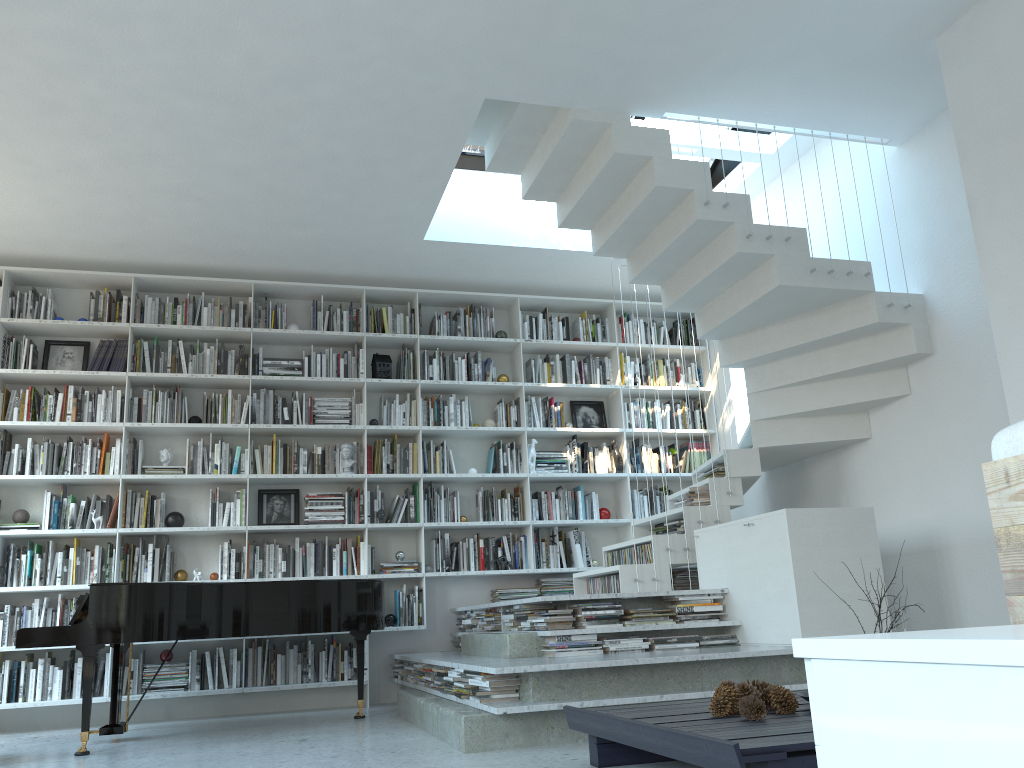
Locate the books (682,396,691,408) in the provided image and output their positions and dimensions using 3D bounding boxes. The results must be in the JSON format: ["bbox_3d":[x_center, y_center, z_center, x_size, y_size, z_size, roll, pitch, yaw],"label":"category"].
[{"bbox_3d":[1.524,0.281,7.681,0.013,0.329,0.140,1,-15,-16],"label":"books"}]

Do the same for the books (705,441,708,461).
[{"bbox_3d":[1.626,0.650,7.589,0.018,0.292,0.170,1,-15,-16],"label":"books"}]

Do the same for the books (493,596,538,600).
[{"bbox_3d":[0.025,1.654,6.847,0.308,0.008,0.195,3,-16,-21],"label":"books"}]

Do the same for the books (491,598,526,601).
[{"bbox_3d":[0.023,1.663,6.853,0.346,0.007,0.194,2,-16,-18],"label":"books"}]

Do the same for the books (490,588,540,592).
[{"bbox_3d":[0.022,1.598,6.870,0.346,0.007,0.194,2,-16,-18],"label":"books"}]

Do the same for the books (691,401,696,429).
[{"bbox_3d":[1.540,0.302,7.671,0.013,0.282,0.149,1,-15,-16],"label":"books"}]

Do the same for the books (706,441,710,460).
[{"bbox_3d":[1.647,0.648,7.584,0.018,0.292,0.170,1,-15,-16],"label":"books"}]

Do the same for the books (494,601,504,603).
[{"bbox_3d":[0.024,1.676,6.844,0.308,0.008,0.195,0,-15,-12],"label":"books"}]

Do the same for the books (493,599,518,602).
[{"bbox_3d":[0.022,1.670,6.850,0.308,0.008,0.195,1,-16,-14],"label":"books"}]

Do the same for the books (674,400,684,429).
[{"bbox_3d":[1.430,0.297,7.630,0.012,0.282,0.152,1,-15,-16],"label":"books"}]

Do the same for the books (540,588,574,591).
[{"bbox_3d":[0.341,1.616,6.964,0.285,0.007,0.160,1,-16,-16],"label":"books"}]

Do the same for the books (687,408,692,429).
[{"bbox_3d":[1.491,0.331,7.631,0.025,0.211,0.189,1,-15,-16],"label":"books"}]

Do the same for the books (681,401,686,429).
[{"bbox_3d":[1.443,0.299,7.630,0.013,0.276,0.188,1,-15,-16],"label":"books"}]

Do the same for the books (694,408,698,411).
[{"bbox_3d":[1.581,0.333,7.695,0.024,0.229,0.131,1,-15,-16],"label":"books"}]

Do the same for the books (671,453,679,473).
[{"bbox_3d":[1.351,0.693,7.477,0.024,0.180,0.191,1,-15,-16],"label":"books"}]

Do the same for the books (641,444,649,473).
[{"bbox_3d":[1.096,0.652,7.438,0.022,0.264,0.157,1,-15,-16],"label":"books"}]

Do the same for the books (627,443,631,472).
[{"bbox_3d":[0.954,0.646,7.416,0.010,0.278,0.148,1,-15,-16],"label":"books"}]

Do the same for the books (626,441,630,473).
[{"bbox_3d":[0.938,0.637,7.403,0.010,0.292,0.164,1,-15,-16],"label":"books"}]

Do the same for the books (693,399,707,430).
[{"bbox_3d":[1.615,0.296,7.682,0.042,0.291,0.187,1,-15,-16],"label":"books"}]

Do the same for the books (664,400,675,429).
[{"bbox_3d":[1.356,0.296,7.629,0.024,0.291,0.132,1,-15,-16],"label":"books"}]

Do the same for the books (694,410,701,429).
[{"bbox_3d":[1.566,0.340,7.651,0.029,0.194,0.192,1,-15,-16],"label":"books"}]

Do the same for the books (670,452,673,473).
[{"bbox_3d":[1.321,0.691,7.512,0.014,0.206,0.138,1,-15,-16],"label":"books"}]

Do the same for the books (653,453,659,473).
[{"bbox_3d":[1.177,0.687,7.439,0.023,0.188,0.170,1,-15,-16],"label":"books"}]

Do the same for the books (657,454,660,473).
[{"bbox_3d":[1.196,0.696,7.465,0.030,0.183,0.137,1,-15,-16],"label":"books"}]

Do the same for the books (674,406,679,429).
[{"bbox_3d":[1.382,0.323,7.630,0.028,0.236,0.146,1,-15,-16],"label":"books"}]

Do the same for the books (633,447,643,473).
[{"bbox_3d":[1.042,0.659,7.409,0.022,0.242,0.171,1,-15,-16],"label":"books"}]

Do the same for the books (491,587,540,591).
[{"bbox_3d":[0.022,1.591,6.872,0.345,0.007,0.194,1,-16,-14],"label":"books"}]

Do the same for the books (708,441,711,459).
[{"bbox_3d":[1.661,0.651,7.599,0.018,0.292,0.170,1,-15,-16],"label":"books"}]

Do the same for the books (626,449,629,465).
[{"bbox_3d":[0.925,0.640,7.383,0.025,0.276,0.161,1,-15,-16],"label":"books"}]

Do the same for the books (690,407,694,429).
[{"bbox_3d":[1.513,0.330,7.648,0.025,0.219,0.178,1,-15,-16],"label":"books"}]

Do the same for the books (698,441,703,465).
[{"bbox_3d":[1.575,0.648,7.570,0.018,0.292,0.170,1,-15,-16],"label":"books"}]

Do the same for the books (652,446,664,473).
[{"bbox_3d":[1.224,0.662,7.465,0.022,0.246,0.181,1,-15,-16],"label":"books"}]

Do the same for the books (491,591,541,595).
[{"bbox_3d":[0.026,1.618,6.857,0.346,0.007,0.194,3,-16,-21],"label":"books"}]

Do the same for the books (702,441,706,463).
[{"bbox_3d":[1.610,0.649,7.579,0.018,0.292,0.170,1,-15,-16],"label":"books"}]

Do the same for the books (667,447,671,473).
[{"bbox_3d":[1.302,0.669,7.510,0.025,0.248,0.134,1,-15,-16],"label":"books"}]

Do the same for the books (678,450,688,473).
[{"bbox_3d":[1.426,0.685,7.519,0.088,0.216,0.167,1,-15,-16],"label":"books"}]

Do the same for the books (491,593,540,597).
[{"bbox_3d":[0.025,1.633,6.858,0.346,0.007,0.194,2,-16,-19],"label":"books"}]

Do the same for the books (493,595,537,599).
[{"bbox_3d":[0.021,1.650,6.861,0.308,0.008,0.195,1,-16,-16],"label":"books"}]

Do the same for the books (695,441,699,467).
[{"bbox_3d":[1.539,0.648,7.564,0.018,0.292,0.170,1,-15,-16],"label":"books"}]

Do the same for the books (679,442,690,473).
[{"bbox_3d":[1.462,0.649,7.541,0.072,0.290,0.170,1,-15,-16],"label":"books"}]

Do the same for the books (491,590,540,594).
[{"bbox_3d":[0.023,1.613,6.866,0.345,0.007,0.194,1,-16,-14],"label":"books"}]

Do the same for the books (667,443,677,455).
[{"bbox_3d":[1.365,0.654,7.522,0.026,0.277,0.170,1,-15,-16],"label":"books"}]

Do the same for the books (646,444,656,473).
[{"bbox_3d":[1.137,0.652,7.437,0.056,0.260,0.177,1,-15,-16],"label":"books"}]

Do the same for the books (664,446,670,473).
[{"bbox_3d":[1.285,0.665,7.502,0.012,0.253,0.161,1,-15,-16],"label":"books"}]

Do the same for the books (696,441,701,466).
[{"bbox_3d":[1.557,0.649,7.569,0.018,0.292,0.170,1,-15,-16],"label":"books"}]

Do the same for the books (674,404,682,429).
[{"bbox_3d":[1.410,0.313,7.630,0.025,0.252,0.160,1,-15,-16],"label":"books"}]

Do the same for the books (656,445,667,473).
[{"bbox_3d":[1.245,0.660,7.483,0.029,0.258,0.172,1,-15,-16],"label":"books"}]

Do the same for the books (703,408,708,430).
[{"bbox_3d":[1.647,0.333,7.683,0.021,0.218,0.184,1,-15,-16],"label":"books"}]

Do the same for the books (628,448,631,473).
[{"bbox_3d":[0.948,0.663,7.400,0.010,0.238,0.148,1,-15,-16],"label":"books"}]

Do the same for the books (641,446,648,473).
[{"bbox_3d":[1.077,0.658,7.418,0.026,0.245,0.181,1,-15,-16],"label":"books"}]

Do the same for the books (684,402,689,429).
[{"bbox_3d":[1.464,0.303,7.632,0.028,0.267,0.174,1,-15,-16],"label":"books"}]

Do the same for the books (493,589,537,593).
[{"bbox_3d":[0.023,1.606,6.868,0.308,0.008,0.195,1,-16,-14],"label":"books"}]

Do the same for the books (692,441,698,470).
[{"bbox_3d":[1.525,0.644,7.546,0.018,0.292,0.170,1,-15,-16],"label":"books"}]

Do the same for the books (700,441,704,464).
[{"bbox_3d":[1.591,0.649,7.579,0.018,0.292,0.170,1,-15,-16],"label":"books"}]

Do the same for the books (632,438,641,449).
[{"bbox_3d":[1.051,0.626,7.440,0.012,0.321,0.142,1,-15,-16],"label":"books"}]

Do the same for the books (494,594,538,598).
[{"bbox_3d":[0.027,1.639,6.852,0.308,0.008,0.195,0,-15,-11],"label":"books"}]

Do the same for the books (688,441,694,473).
[{"bbox_3d":[1.498,0.647,7.552,0.033,0.293,0.170,1,-15,-16],"label":"books"}]

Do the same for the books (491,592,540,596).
[{"bbox_3d":[0.024,1.627,6.863,0.345,0.007,0.194,1,-16,-14],"label":"books"}]

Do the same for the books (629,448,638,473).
[{"bbox_3d":[0.992,0.668,7.421,0.066,0.236,0.144,1,-15,-16],"label":"books"}]
